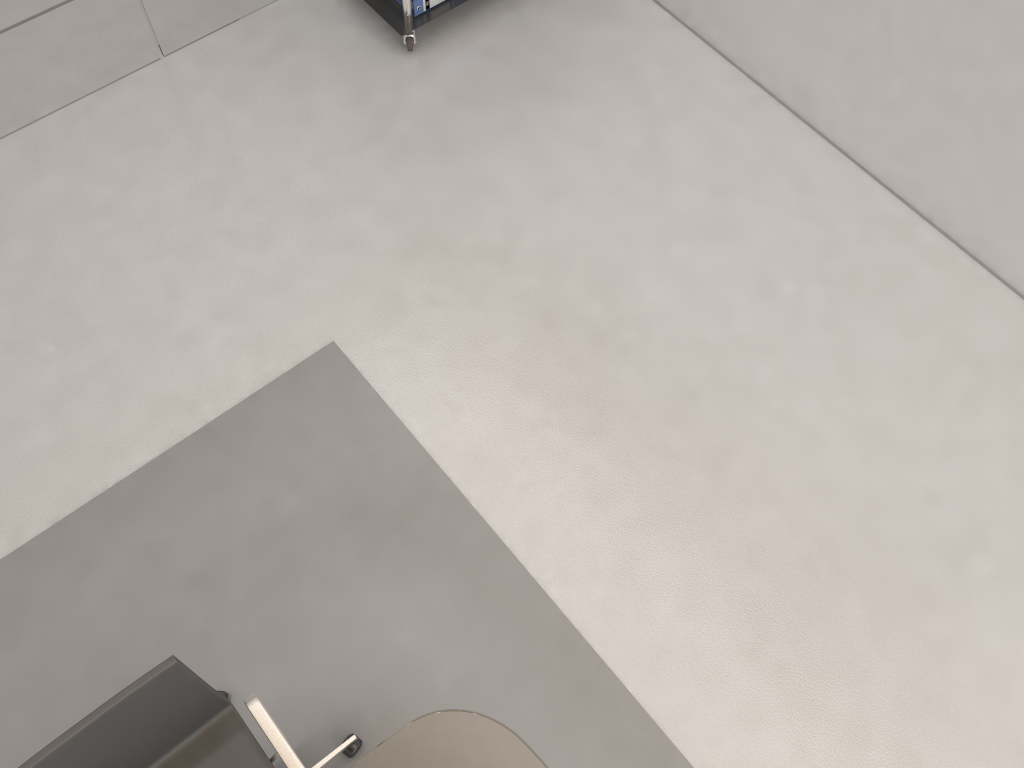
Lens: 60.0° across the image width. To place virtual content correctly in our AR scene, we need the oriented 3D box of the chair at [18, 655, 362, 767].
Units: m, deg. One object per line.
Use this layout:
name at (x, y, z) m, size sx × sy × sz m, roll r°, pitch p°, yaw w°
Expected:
chair at (-0.686, 1.065, 2.052) m, size 0.710 × 0.805 × 0.731 m, roll 31°, pitch 66°, yaw 13°

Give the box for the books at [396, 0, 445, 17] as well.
books at (-0.358, -1.700, 3.706) m, size 0.320 × 0.077 × 0.263 m, roll -36°, pitch 70°, yaw -18°

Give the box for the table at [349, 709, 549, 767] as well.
table at (-0.842, 2.092, 1.575) m, size 3.054 × 0.721 × 1.372 m, roll -36°, pitch 70°, yaw -18°

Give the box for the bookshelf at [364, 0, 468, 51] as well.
bookshelf at (-0.240, -2.014, 3.580) m, size 0.985 × 0.855 × 0.567 m, roll -36°, pitch 70°, yaw -18°

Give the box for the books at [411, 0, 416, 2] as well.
books at (-0.356, -1.734, 3.641) m, size 0.320 × 0.077 × 0.263 m, roll -36°, pitch 70°, yaw -18°
